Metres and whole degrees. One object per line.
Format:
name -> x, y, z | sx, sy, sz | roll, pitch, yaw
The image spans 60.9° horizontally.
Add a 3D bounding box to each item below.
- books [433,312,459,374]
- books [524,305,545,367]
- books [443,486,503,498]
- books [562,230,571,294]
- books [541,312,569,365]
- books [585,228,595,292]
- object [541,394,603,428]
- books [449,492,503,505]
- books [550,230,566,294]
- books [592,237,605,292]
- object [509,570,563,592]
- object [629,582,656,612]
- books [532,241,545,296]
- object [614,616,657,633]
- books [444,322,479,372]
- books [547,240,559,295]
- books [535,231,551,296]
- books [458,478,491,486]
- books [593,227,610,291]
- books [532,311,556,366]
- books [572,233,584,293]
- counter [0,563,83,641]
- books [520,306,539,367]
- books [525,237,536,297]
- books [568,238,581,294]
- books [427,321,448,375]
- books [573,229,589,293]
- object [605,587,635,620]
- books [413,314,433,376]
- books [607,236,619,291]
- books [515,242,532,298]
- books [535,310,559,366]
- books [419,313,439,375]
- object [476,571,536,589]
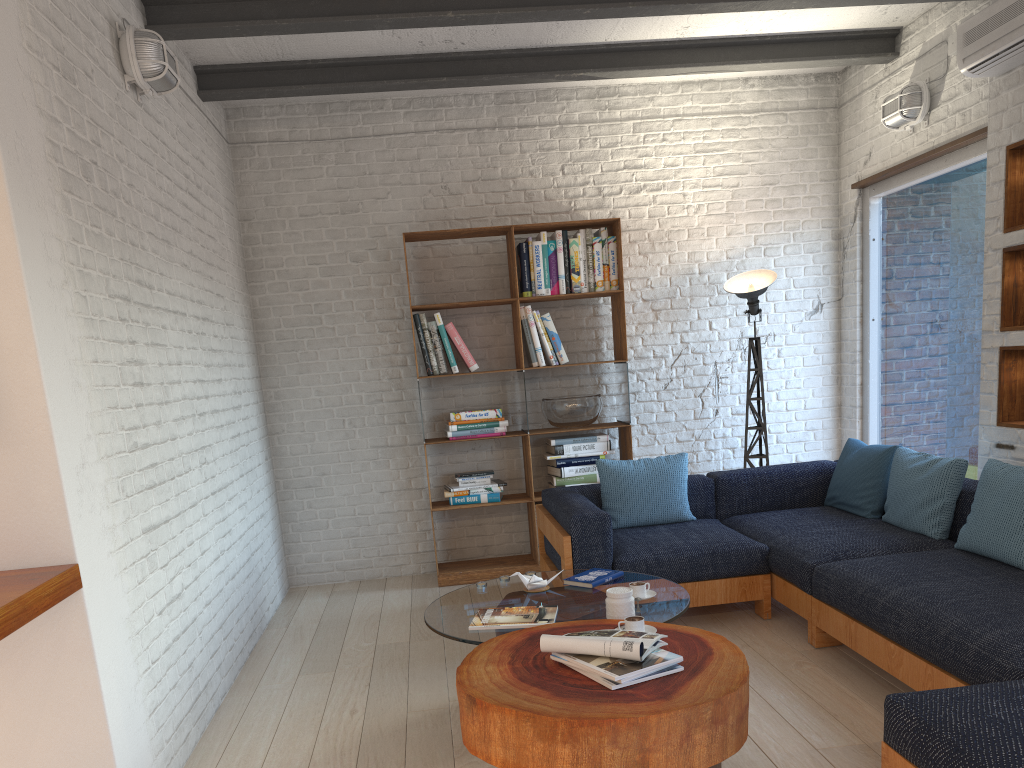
books -> -0.418, -0.254, 5.515 | 0.121, 0.391, 0.237 | -6, 9, -6
books -> 0.133, -0.300, 5.557 | 0.103, 0.393, 0.237 | -6, 9, -6
books -> -0.257, 0.693, 5.722 | 0.379, 0.037, 0.239 | -5, 2, -5
books -> 0.325, -0.752, 5.498 | 0.036, 0.393, 0.237 | -6, 9, -6
books -> 0.256, -0.284, 5.577 | 0.158, 0.337, 0.248 | -6, 8, -6
books -> 0.475, -0.765, 5.511 | 0.036, 0.393, 0.237 | -6, 9, -6
object -> 0.394, 0.183, 5.701 | 0.403, 0.206, 0.392 | -2, 5, 36
books -> -0.232, 0.738, 5.725 | 0.327, 0.057, 0.249 | -5, 2, 5
books -> 0.289, -0.749, 5.485 | 0.036, 0.393, 0.237 | -6, 9, -6
books -> 0.523, -0.741, 5.515 | 0.055, 0.338, 0.248 | -6, 8, -6
object -> 0.109, 0.842, 3.774 | 0.187, 0.093, 0.189 | -3, 4, 20
object -> 0.518, 0.834, 3.457 | 0.154, 0.058, 0.266 | -5, 2, -13
books -> 0.151, -0.709, 5.480 | 0.055, 0.338, 0.248 | -6, 8, -6
object -> 0.411, 0.820, 2.961 | 0.145, 0.057, 0.172 | -6, 3, -16
books -> -0.326, -0.231, 5.552 | 0.194, 0.327, 0.248 | -5, 8, -5
books -> 0.242, -0.718, 5.506 | 0.055, 0.338, 0.248 | -6, 8, -6
books -> 0.195, -0.741, 5.482 | 0.036, 0.393, 0.237 | -6, 9, -6
books -> -0.249, 0.638, 5.725 | 0.205, 0.034, 0.130 | -5, 2, -5
books -> 0.568, -0.773, 5.519 | 0.036, 0.393, 0.237 | -6, 9, -6
books -> 0.186, -0.288, 5.574 | 0.124, 0.357, 0.265 | -6, 8, -6
books -> 0.410, -0.746, 5.508 | 0.021, 0.368, 0.265 | -6, 8, -6
counter -> -1.914, 1.071, 1.308 | 1.683, 0.941, 2.447 | -5, 3, -6
books -> 0.093, -0.297, 5.577 | 0.101, 0.394, 0.237 | -6, 9, -6
books -> 0.110, -0.720, 5.491 | 0.021, 0.368, 0.265 | -6, 8, -6
books -> 0.375, -0.728, 5.493 | 0.055, 0.338, 0.248 | -6, 8, -6
books -> -0.474, -0.227, 5.546 | 0.102, 0.342, 0.248 | -6, 8, -6
books -> 0.437, -0.762, 5.521 | 0.036, 0.393, 0.237 | -6, 9, -6
object -> 0.404, 0.822, 3.259 | 0.108, 0.111, 0.105 | -3, 7, 10
books -> -0.562, -0.244, 5.507 | 0.091, 0.394, 0.237 | -6, 9, -6
books -> 0.617, -0.750, 5.544 | 0.055, 0.338, 0.248 | -6, 8, -6
books -> 0.073, -0.703, 5.492 | 0.055, 0.338, 0.248 | -6, 8, -6
books -> 0.207, -0.290, 5.585 | 0.124, 0.357, 0.265 | -6, 8, -6
books -> -0.525, -0.248, 5.518 | 0.091, 0.394, 0.237 | -6, 9, -6
object -> -0.029, 0.881, 3.941 | 0.299, 0.028, 0.067 | -6, 3, -27
